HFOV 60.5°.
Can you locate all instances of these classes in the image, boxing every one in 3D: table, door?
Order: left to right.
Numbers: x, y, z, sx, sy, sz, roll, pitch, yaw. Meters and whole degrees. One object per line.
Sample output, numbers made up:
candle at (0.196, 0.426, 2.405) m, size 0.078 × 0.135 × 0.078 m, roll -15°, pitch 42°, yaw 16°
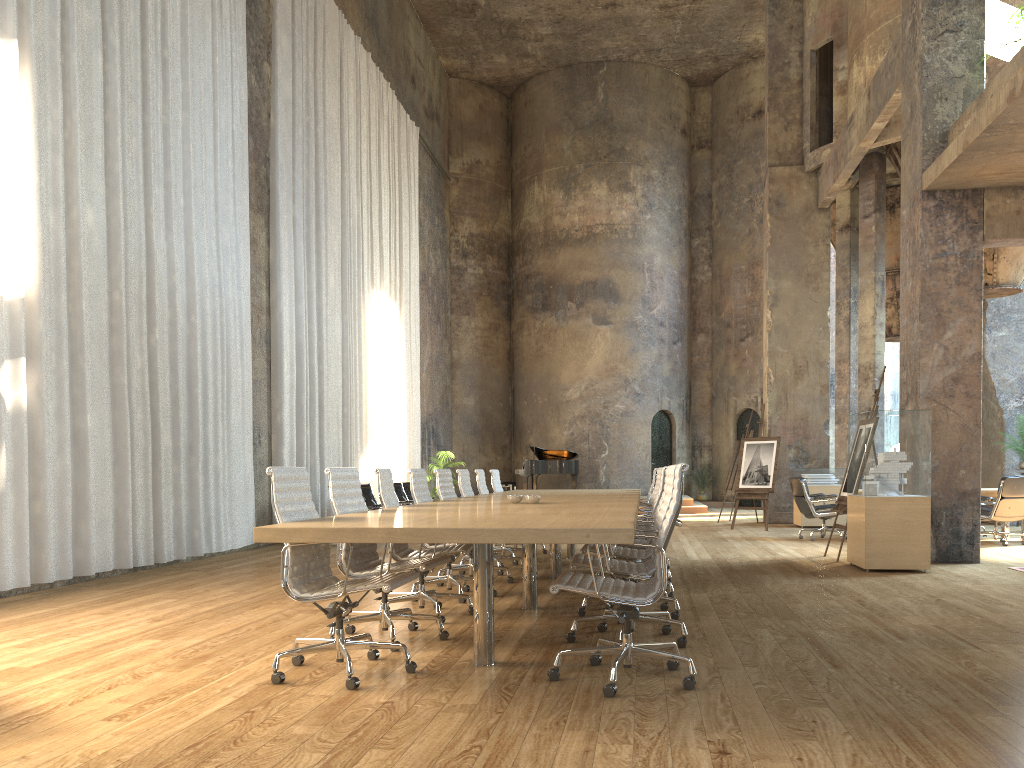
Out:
table at (0.268, 1.350, 7.432) m, size 1.601 × 0.758 × 7.730 m, roll -1°, pitch -6°, yaw 8°
door at (3.969, 1.845, 23.587) m, size 0.902 × 2.300 × 0.091 m, roll -1°, pitch 2°, yaw -33°
door at (6.307, 1.957, 23.231) m, size 0.111 × 2.635 × 0.902 m, roll -2°, pitch 2°, yaw -39°
table at (5.905, 1.809, 12.157) m, size 2.410 × 0.701 × 1.106 m, roll -1°, pitch -4°, yaw 9°

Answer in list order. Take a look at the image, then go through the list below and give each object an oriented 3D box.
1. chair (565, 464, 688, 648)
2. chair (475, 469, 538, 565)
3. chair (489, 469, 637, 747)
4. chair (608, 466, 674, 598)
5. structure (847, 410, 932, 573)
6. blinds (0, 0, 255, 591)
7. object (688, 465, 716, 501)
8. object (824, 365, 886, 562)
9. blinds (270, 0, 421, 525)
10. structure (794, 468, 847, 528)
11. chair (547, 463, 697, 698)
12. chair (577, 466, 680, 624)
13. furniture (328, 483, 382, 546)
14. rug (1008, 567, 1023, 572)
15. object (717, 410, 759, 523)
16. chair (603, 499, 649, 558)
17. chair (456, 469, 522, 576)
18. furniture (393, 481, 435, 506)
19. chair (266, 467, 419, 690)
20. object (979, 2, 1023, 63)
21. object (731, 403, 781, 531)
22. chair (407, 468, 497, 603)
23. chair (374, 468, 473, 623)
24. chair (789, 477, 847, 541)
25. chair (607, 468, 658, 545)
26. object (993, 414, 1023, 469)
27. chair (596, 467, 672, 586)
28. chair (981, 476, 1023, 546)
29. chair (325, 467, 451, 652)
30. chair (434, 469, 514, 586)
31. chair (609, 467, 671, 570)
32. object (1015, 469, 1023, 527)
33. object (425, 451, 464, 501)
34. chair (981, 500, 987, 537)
chair at (0.660, 0.979, 5.066) m, size 0.699 × 1.027 × 0.665 m, roll -1°, pitch 0°, yaw 12°
chair at (-0.073, 1.445, 9.641) m, size 0.699 × 1.027 × 0.665 m, roll -1°, pitch 0°, yaw 12°
chair at (2.868, 1.473, 10.096) m, size 12.952 × 1.031 × 31.568 m, roll -1°, pitch -6°, yaw 8°
chair at (0.925, 1.157, 6.863) m, size 0.699 × 1.027 × 0.665 m, roll -1°, pitch 0°, yaw 17°
structure at (3.716, 1.058, 8.704) m, size 0.594 × 1.550 × 0.742 m, roll 0°, pitch 1°, yaw 9°
blinds at (-3.928, -2.623, 7.430) m, size 0.275 × 8.653 × 7.833 m, roll 0°, pitch -1°, yaw 10°
object at (5.201, 2.687, 23.851) m, size 0.912 × 0.992 × 0.907 m, roll -1°, pitch -2°, yaw 20°
object at (3.826, 0.874, 9.580) m, size 0.685 × 2.150 × 0.699 m, roll 0°, pitch 1°, yaw 8°
blinds at (-2.642, -1.774, 15.978) m, size 0.275 × 8.653 × 7.833 m, roll 0°, pitch -1°, yaw 10°
structure at (5.322, 1.965, 15.215) m, size 0.743 × 1.016 × 0.735 m, roll -1°, pitch -1°, yaw 9°
chair at (0.516, 0.886, 4.128) m, size 0.699 × 1.027 × 0.665 m, roll -1°, pitch 0°, yaw 14°
chair at (0.794, 1.069, 5.974) m, size 0.699 × 1.027 × 0.665 m, roll -1°, pitch 0°, yaw 14°
furniture at (-2.025, 1.874, 12.849) m, size 0.708 × 0.841 × 1.875 m, roll -1°, pitch -4°, yaw 9°
rug at (6.016, 1.721, 7.872) m, size 2.463 × 0.009 × 1.349 m, roll -1°, pitch -6°, yaw 9°
object at (4.300, 1.571, 16.553) m, size 0.684 × 2.150 × 0.700 m, roll 0°, pitch 2°, yaw 35°
chair at (1.322, 1.420, 9.502) m, size 0.699 × 1.027 × 0.665 m, roll -1°, pitch 0°, yaw 17°
chair at (-0.208, 1.355, 8.733) m, size 0.699 × 1.027 × 0.665 m, roll -1°, pitch 0°, yaw 14°
furniture at (-1.670, 2.109, 15.210) m, size 0.708 × 0.841 × 1.875 m, roll -1°, pitch -4°, yaw 9°
chair at (-0.827, 0.919, 4.345) m, size 0.699 × 1.027 × 0.665 m, roll -1°, pitch 0°, yaw 14°
object at (5.243, -3.167, 8.270) m, size 1.402 × 1.811 × 1.356 m, roll -1°, pitch -1°, yaw 14°
object at (4.124, 1.383, 14.669) m, size 0.701 × 2.150 × 0.683 m, roll 1°, pitch 2°, yaw 41°
chair at (-0.473, 1.180, 6.974) m, size 0.699 × 1.027 × 0.665 m, roll -1°, pitch 0°, yaw 14°
chair at (-0.600, 1.088, 6.050) m, size 0.699 × 1.027 × 0.665 m, roll -1°, pitch 0°, yaw 8°
chair at (4.369, 1.752, 12.397) m, size 0.821 × 0.894 × 0.730 m, roll -1°, pitch -1°, yaw 5°
chair at (1.416, 1.505, 10.362) m, size 0.699 × 1.027 × 0.665 m, roll -1°, pitch 0°, yaw 14°
object at (8.367, 0.942, 14.497) m, size 0.859 × 0.941 × 0.688 m, roll -1°, pitch -1°, yaw 11°
chair at (1.059, 1.244, 7.733) m, size 0.699 × 1.027 × 0.665 m, roll -1°, pitch 0°, yaw 14°
chair at (6.305, 1.635, 11.395) m, size 0.729 × 0.893 × 0.822 m, roll 0°, pitch -2°, yaw -18°
chair at (-0.727, 1.004, 5.203) m, size 0.699 × 1.027 × 0.665 m, roll -1°, pitch 0°, yaw 17°
chair at (-0.339, 1.267, 7.844) m, size 0.699 × 1.027 × 0.665 m, roll -1°, pitch 0°, yaw 17°
chair at (1.203, 1.335, 8.654) m, size 0.699 × 1.027 × 0.665 m, roll -1°, pitch 0°, yaw 8°
object at (8.517, 1.882, 14.429) m, size 0.571 × 0.974 × 0.658 m, roll 0°, pitch 0°, yaw 45°
object at (-1.502, 2.159, 18.740) m, size 1.091 × 1.458 × 1.129 m, roll 0°, pitch -1°, yaw 0°
chair at (6.524, 1.777, 12.829) m, size 0.730 × 0.893 × 0.822 m, roll -1°, pitch -2°, yaw 9°
